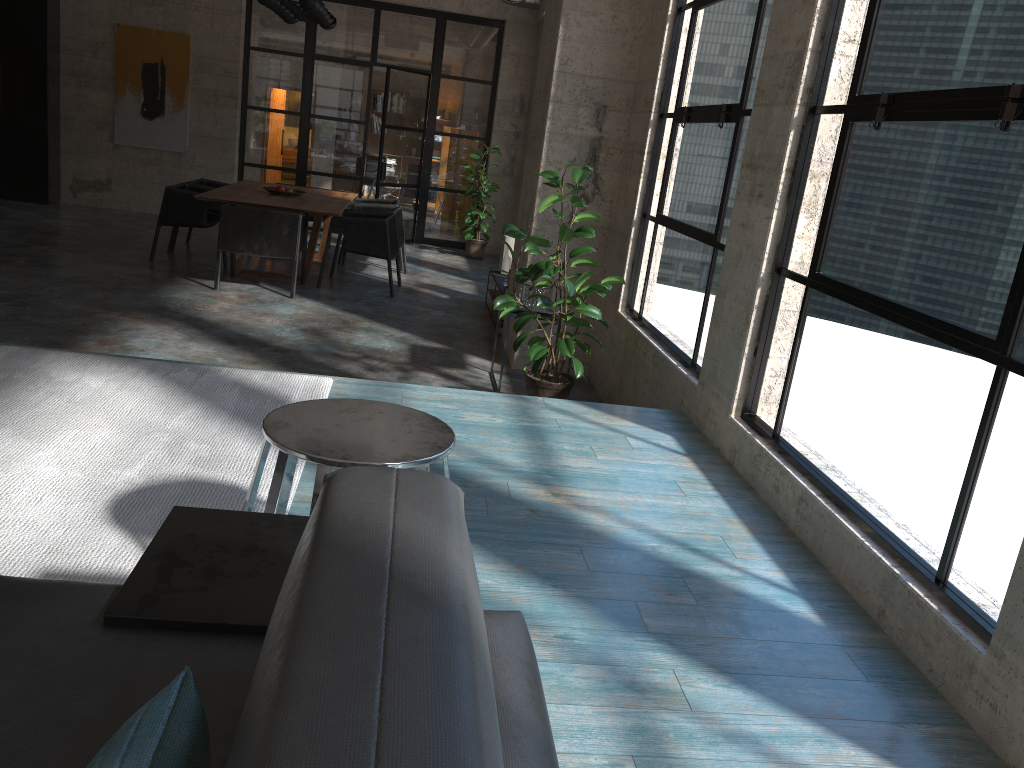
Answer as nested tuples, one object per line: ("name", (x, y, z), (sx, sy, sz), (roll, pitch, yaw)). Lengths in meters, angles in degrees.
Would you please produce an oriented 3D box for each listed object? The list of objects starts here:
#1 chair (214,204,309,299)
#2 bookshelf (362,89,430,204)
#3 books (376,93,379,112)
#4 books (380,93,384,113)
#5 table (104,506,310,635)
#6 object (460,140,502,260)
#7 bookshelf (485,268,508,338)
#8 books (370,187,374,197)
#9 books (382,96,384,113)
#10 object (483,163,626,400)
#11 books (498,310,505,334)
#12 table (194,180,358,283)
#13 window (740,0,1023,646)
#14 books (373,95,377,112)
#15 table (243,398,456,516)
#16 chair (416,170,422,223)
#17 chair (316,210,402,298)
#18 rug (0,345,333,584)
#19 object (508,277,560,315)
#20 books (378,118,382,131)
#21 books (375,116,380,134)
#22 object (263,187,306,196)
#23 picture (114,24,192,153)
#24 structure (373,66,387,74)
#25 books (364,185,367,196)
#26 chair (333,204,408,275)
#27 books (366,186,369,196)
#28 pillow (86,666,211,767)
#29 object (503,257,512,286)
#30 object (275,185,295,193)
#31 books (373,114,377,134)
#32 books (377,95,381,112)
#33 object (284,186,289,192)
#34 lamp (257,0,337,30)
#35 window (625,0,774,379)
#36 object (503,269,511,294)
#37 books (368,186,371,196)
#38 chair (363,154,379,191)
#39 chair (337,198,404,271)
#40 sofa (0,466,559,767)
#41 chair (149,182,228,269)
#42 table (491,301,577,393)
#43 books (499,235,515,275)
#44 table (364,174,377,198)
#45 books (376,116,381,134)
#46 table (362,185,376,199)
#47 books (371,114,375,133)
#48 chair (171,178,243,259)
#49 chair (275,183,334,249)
("chair", (-2.270, -1.247, 8.110), (0.707, 0.738, 0.754), (6, 16, -8))
("bookshelf", (-2.078, -4.771, 18.158), (3.034, 2.179, 0.366), (6, 16, -8))
("books", (-2.706, -5.663, 17.862), (0.021, 0.355, 0.272), (6, 16, -8))
("books", (-2.619, -5.663, 17.857), (0.036, 0.379, 0.244), (6, 16, -8))
("table", (-0.472, 0.506, 1.649), (0.420, 0.390, 0.413), (6, 16, -8))
("object", (-0.444, -2.456, 11.866), (0.514, 1.552, 0.886), (5, 16, -10))
("bookshelf", (0.002, -0.765, 8.236), (0.350, 0.347, 1.600), (6, 16, -8))
("books", (-2.872, -4.039, 18.302), (0.055, 0.326, 0.255), (6, 16, -8))
("books", (-2.577, -5.637, 17.884), (0.055, 0.326, 0.255), (6, 16, -8))
("object", (0.262, -0.534, 5.307), (0.886, 1.552, 0.514), (2, 16, -20))
("books", (0.030, -0.591, 7.737), (0.274, 0.263, 0.393), (8, 15, 2))
("table", (-2.386, -1.601, 9.290), (1.299, 0.756, 2.410), (6, 16, -8))
("window", (1.246, -0.814, 2.591), (0.081, 2.530, 1.780), (6, 16, -8))
("books", (-2.746, -5.654, 17.862), (0.055, 0.326, 0.255), (6, 16, -8))
("table", (-0.391, 0.329, 2.150), (0.620, 0.472, 0.620), (7, 15, -5))
("chair", (-1.582, -3.043, 14.389), (0.653, 1.015, 0.684), (6, 16, -9))
("chair", (-1.467, -1.323, 8.784), (0.754, 0.738, 0.707), (7, 15, -3))
("rug", (-1.898, 0.903, 0.204), (2.954, 0.032, 7.768), (6, 16, -8))
("object", (0.159, -0.628, 5.884), (0.327, 0.253, 0.546), (6, 16, -8))
("books", (-2.654, -5.229, 17.980), (0.158, 0.326, 0.255), (6, 16, -8))
("books", (-2.722, -5.245, 17.973), (0.125, 0.345, 0.272), (6, 16, -8))
("object", (-2.348, -1.994, 9.148), (0.435, 0.079, 0.435), (16, 17, 28))
("picture", (-4.693, -3.841, 11.582), (0.928, 1.494, 0.029), (6, 16, -8))
("structure", (-2.745, -6.377, 17.806), (0.812, 0.218, 0.200), (6, 16, -8))
("books", (-3.006, -4.077, 18.275), (0.036, 0.379, 0.244), (6, 16, -8))
("chair", (-1.501, -1.554, 9.598), (0.754, 0.738, 0.707), (7, 15, -3))
("books", (-2.972, -4.078, 18.295), (0.036, 0.379, 0.244), (6, 16, -8))
("pillow", (-0.327, 0.442, 0.417), (0.349, 0.466, 1.042), (9, 15, 2))
("object", (0.059, -1.121, 8.202), (0.199, 0.365, 0.703), (9, 15, 3))
("object", (-2.335, -2.000, 9.124), (0.100, 0.097, 0.219), (19, 19, 34))
("books", (-2.771, -5.264, 17.952), (0.103, 0.379, 0.244), (6, 16, -8))
("books", (-2.668, -5.641, 17.854), (0.055, 0.326, 0.255), (6, 16, -8))
("object", (-2.324, -2.012, 9.195), (0.088, 0.082, 0.110), (17, 18, 31))
("lamp", (-2.010, -4.225, 8.553), (0.583, 1.327, 1.813), (6, 16, -8))
("window", (1.025, -1.441, 4.735), (0.081, 2.530, 1.780), (6, 16, -8))
("object", (0.070, -0.947, 7.643), (0.248, 0.333, 0.415), (16, 17, 27))
("books", (-2.928, -4.046, 18.300), (0.057, 0.327, 0.255), (6, 16, -8))
("chair", (-2.384, -3.550, 15.809), (0.653, 1.015, 0.684), (15, 17, 25))
("chair", (-1.598, -1.778, 10.353), (0.754, 0.738, 0.707), (6, 16, -8))
("sofa", (-0.355, 0.650, 0.613), (1.019, 0.680, 2.063), (6, 16, -7))
("chair", (-3.196, -1.629, 9.024), (0.754, 0.738, 0.707), (6, 16, -8))
("table", (0.133, -0.247, 6.039), (0.450, 0.563, 0.600), (6, 16, -8))
("books", (-0.004, -1.269, 8.708), (0.191, 0.362, 0.277), (6, 16, -8))
("table", (-1.685, -3.010, 14.770), (1.800, 0.721, 0.800), (6, 16, -8))
("books", (-2.701, -5.246, 17.985), (0.125, 0.345, 0.272), (6, 16, -8))
("table", (-2.078, -3.558, 16.543), (1.800, 0.721, 0.800), (6, 16, -8))
("books", (-2.811, -5.275, 17.970), (0.101, 0.380, 0.244), (6, 16, -8))
("chair", (-3.260, -1.834, 9.726), (0.754, 0.738, 0.707), (6, 16, -8))
("chair", (-2.536, -1.981, 10.617), (0.707, 0.738, 0.754), (6, 16, -8))
